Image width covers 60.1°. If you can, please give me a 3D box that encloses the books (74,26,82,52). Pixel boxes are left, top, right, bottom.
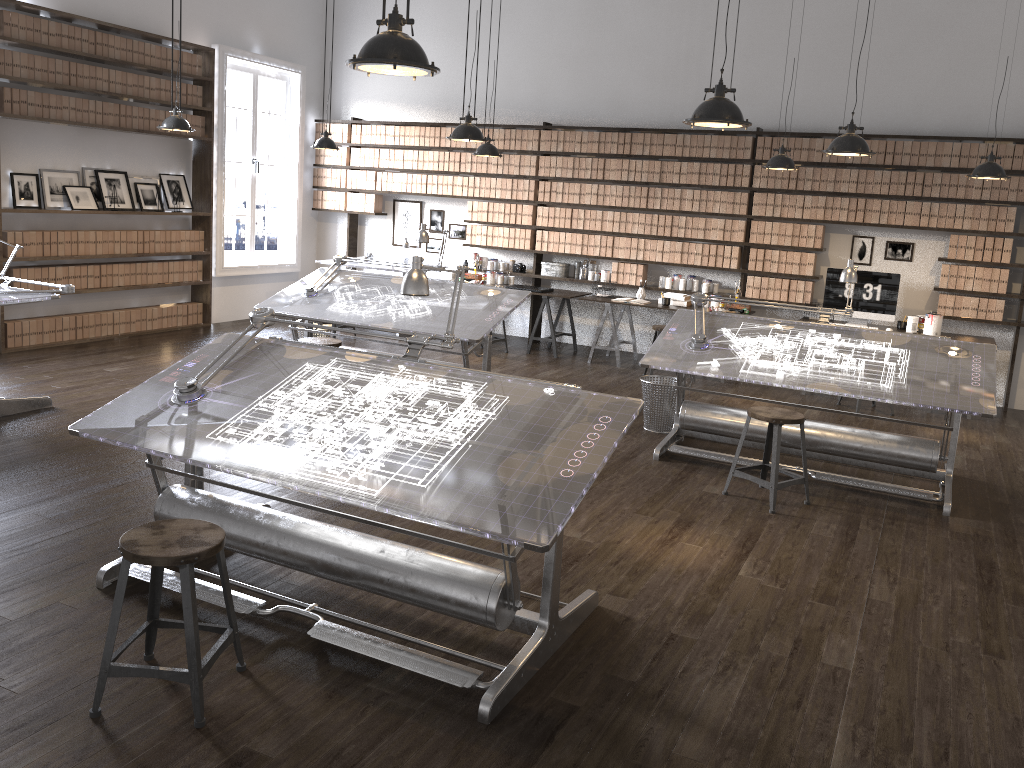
[{"bbox_3d":[-4.044,-3.162,8.137,0.175,0.224,0.067,9,10,25],"label":"books"}]

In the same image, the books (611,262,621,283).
[{"bbox_3d":[1.144,-1.212,9.626,0.067,0.224,0.175,8,11,25],"label":"books"}]

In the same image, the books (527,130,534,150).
[{"bbox_3d":[0.237,-2.714,9.889,0.067,0.224,0.175,8,11,25],"label":"books"}]

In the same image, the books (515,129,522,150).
[{"bbox_3d":[0.112,-2.735,9.950,0.067,0.224,0.175,8,11,25],"label":"books"}]

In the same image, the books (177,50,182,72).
[{"bbox_3d":[-3.519,-3.350,9.205,0.175,0.224,0.067,9,10,25],"label":"books"}]

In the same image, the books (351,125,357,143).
[{"bbox_3d":[-1.895,-3.068,10.901,0.067,0.224,0.175,8,11,25],"label":"books"}]

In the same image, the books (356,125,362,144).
[{"bbox_3d":[-1.831,-3.056,10.864,0.067,0.224,0.175,8,11,25],"label":"books"}]

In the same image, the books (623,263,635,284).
[{"bbox_3d":[1.270,-1.193,9.573,0.067,0.224,0.175,8,11,25],"label":"books"}]

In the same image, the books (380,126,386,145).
[{"bbox_3d":[-1.513,-3.003,10.713,0.067,0.224,0.175,8,11,25],"label":"books"}]

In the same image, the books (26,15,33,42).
[{"bbox_3d":[-4.255,-3.086,7.709,0.175,0.224,0.067,9,10,25],"label":"books"}]

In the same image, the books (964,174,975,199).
[{"bbox_3d":[4.170,-1.790,8.064,0.067,0.224,0.175,8,11,25],"label":"books"}]

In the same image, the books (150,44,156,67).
[{"bbox_3d":[-3.668,-3.296,8.896,0.175,0.224,0.067,9,10,25],"label":"books"}]

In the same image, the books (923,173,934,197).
[{"bbox_3d":[3.860,-1.842,8.213,0.067,0.224,0.175,8,11,25],"label":"books"}]

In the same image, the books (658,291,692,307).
[{"bbox_3d":[1.660,-0.878,9.055,0.295,0.146,0.387,9,13,25],"label":"books"}]

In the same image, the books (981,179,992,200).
[{"bbox_3d":[4.290,-1.769,8.004,0.067,0.224,0.175,8,11,25],"label":"books"}]

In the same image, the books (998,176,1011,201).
[{"bbox_3d":[4.418,-1.749,7.949,0.067,0.224,0.175,8,11,25],"label":"books"}]

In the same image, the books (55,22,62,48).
[{"bbox_3d":[-4.132,-3.129,7.954,0.175,0.224,0.067,9,10,25],"label":"books"}]

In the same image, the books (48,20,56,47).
[{"bbox_3d":[-4.158,-3.119,7.897,0.175,0.224,0.067,9,10,25],"label":"books"}]

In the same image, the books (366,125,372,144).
[{"bbox_3d":[-1.699,-3.034,10.803,0.067,0.224,0.175,8,11,25],"label":"books"}]

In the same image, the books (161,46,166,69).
[{"bbox_3d":[-3.609,-3.318,9.021,0.175,0.224,0.067,9,10,25],"label":"books"}]

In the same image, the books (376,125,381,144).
[{"bbox_3d":[-1.570,-3.014,10.747,0.067,0.224,0.175,8,11,25],"label":"books"}]

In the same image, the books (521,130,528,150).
[{"bbox_3d":[0.176,-2.725,9.922,0.067,0.224,0.175,8,11,25],"label":"books"}]

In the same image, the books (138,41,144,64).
[{"bbox_3d":[-3.729,-3.272,8.765,0.175,0.224,0.067,9,10,25],"label":"books"}]

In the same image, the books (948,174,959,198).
[{"bbox_3d":[4.050,-1.810,8.122,0.067,0.224,0.175,8,11,25],"label":"books"}]

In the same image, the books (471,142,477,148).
[{"bbox_3d":[-0.395,-2.819,10.188,0.067,0.224,0.175,8,11,25],"label":"books"}]

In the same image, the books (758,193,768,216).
[{"bbox_3d":[2.528,-1.795,8.869,0.067,0.224,0.175,8,11,25],"label":"books"}]

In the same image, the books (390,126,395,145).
[{"bbox_3d":[-1.395,-2.984,10.661,0.067,0.224,0.175,8,11,25],"label":"books"}]

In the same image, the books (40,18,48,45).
[{"bbox_3d":[-4.188,-3.107,7.832,0.175,0.224,0.067,9,10,25],"label":"books"}]

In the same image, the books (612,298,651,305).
[{"bbox_3d":[1.223,-0.854,9.074,0.355,0.029,0.257,9,13,25],"label":"books"}]

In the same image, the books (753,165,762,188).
[{"bbox_3d":[2.470,-2.071,8.867,0.067,0.224,0.175,8,11,25],"label":"books"}]

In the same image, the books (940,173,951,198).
[{"bbox_3d":[3.987,-1.821,8.152,0.067,0.224,0.175,8,11,25],"label":"books"}]

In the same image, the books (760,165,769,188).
[{"bbox_3d":[2.534,-2.060,8.833,0.067,0.224,0.175,8,11,25],"label":"books"}]

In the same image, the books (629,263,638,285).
[{"bbox_3d":[1.332,-1.182,9.539,0.067,0.224,0.175,8,11,25],"label":"books"}]

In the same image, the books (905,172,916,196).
[{"bbox_3d":[3.726,-1.864,8.276,0.067,0.224,0.175,8,11,25],"label":"books"}]

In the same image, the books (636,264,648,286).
[{"bbox_3d":[1.398,-1.172,9.513,0.067,0.224,0.175,8,11,25],"label":"books"}]

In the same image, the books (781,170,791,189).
[{"bbox_3d":[2.717,-2.031,8.754,0.067,0.224,0.175,8,11,25],"label":"books"}]

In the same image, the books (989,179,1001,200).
[{"bbox_3d":[4.355,-1.760,7.977,0.067,0.224,0.175,8,11,25],"label":"books"}]

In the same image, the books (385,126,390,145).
[{"bbox_3d":[-1.451,-2.994,10.689,0.067,0.224,0.175,8,11,25],"label":"books"}]

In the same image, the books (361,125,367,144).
[{"bbox_3d":[-1.761,-3.046,10.838,0.067,0.224,0.175,8,11,25],"label":"books"}]

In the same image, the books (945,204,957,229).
[{"bbox_3d":[4.042,-1.545,8.158,0.067,0.224,0.175,8,11,25],"label":"books"}]

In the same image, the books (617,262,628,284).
[{"bbox_3d":[1.207,-1.203,9.603,0.067,0.224,0.175,8,11,25],"label":"books"}]

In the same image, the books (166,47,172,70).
[{"bbox_3d":[-3.575,-3.329,9.082,0.175,0.224,0.067,9,10,25],"label":"books"}]

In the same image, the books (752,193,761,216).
[{"bbox_3d":[2.473,-1.805,8.900,0.067,0.224,0.175,8,11,25],"label":"books"}]

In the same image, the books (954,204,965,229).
[{"bbox_3d":[4.104,-1.534,8.125,0.067,0.224,0.175,8,11,25],"label":"books"}]

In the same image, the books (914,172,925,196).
[{"bbox_3d":[3.790,-1.852,8.240,0.067,0.224,0.175,8,11,25],"label":"books"}]

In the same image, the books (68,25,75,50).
[{"bbox_3d":[-4.075,-3.150,8.074,0.175,0.224,0.067,9,10,25],"label":"books"}]

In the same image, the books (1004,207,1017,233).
[{"bbox_3d":[4.473,-1.473,7.951,0.067,0.224,0.175,8,11,25],"label":"books"}]

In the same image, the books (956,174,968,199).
[{"bbox_3d":[4.108,-1.799,8.088,0.067,0.224,0.175,8,11,25],"label":"books"}]

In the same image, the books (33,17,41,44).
[{"bbox_3d":[-4.223,-3.097,7.771,0.175,0.224,0.067,9,10,25],"label":"books"}]

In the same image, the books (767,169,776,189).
[{"bbox_3d":[2.599,-2.049,8.802,0.067,0.224,0.175,8,11,25],"label":"books"}]

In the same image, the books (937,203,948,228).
[{"bbox_3d":[3.981,-1.556,8.190,0.067,0.224,0.175,8,11,25],"label":"books"}]

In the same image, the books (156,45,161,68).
[{"bbox_3d":[-3.641,-3.307,8.960,0.175,0.224,0.067,9,10,25],"label":"books"}]

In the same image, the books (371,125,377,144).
[{"bbox_3d":[-1.634,-3.024,10.777,0.067,0.224,0.175,8,11,25],"label":"books"}]

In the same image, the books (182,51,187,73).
[{"bbox_3d":[-3.485,-3.360,9.262,0.175,0.224,0.067,9,10,25],"label":"books"}]

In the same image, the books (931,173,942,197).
[{"bbox_3d":[3.921,-1.830,8.179,0.067,0.224,0.175,8,11,25],"label":"books"}]

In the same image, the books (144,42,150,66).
[{"bbox_3d":[-3.697,-3.284,8.830,0.175,0.224,0.067,9,10,25],"label":"books"}]

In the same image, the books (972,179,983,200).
[{"bbox_3d":[4.226,-1.780,8.036,0.067,0.224,0.175,8,11,25],"label":"books"}]

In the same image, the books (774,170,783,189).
[{"bbox_3d":[2.657,-2.040,8.779,0.067,0.224,0.175,8,11,25],"label":"books"}]
